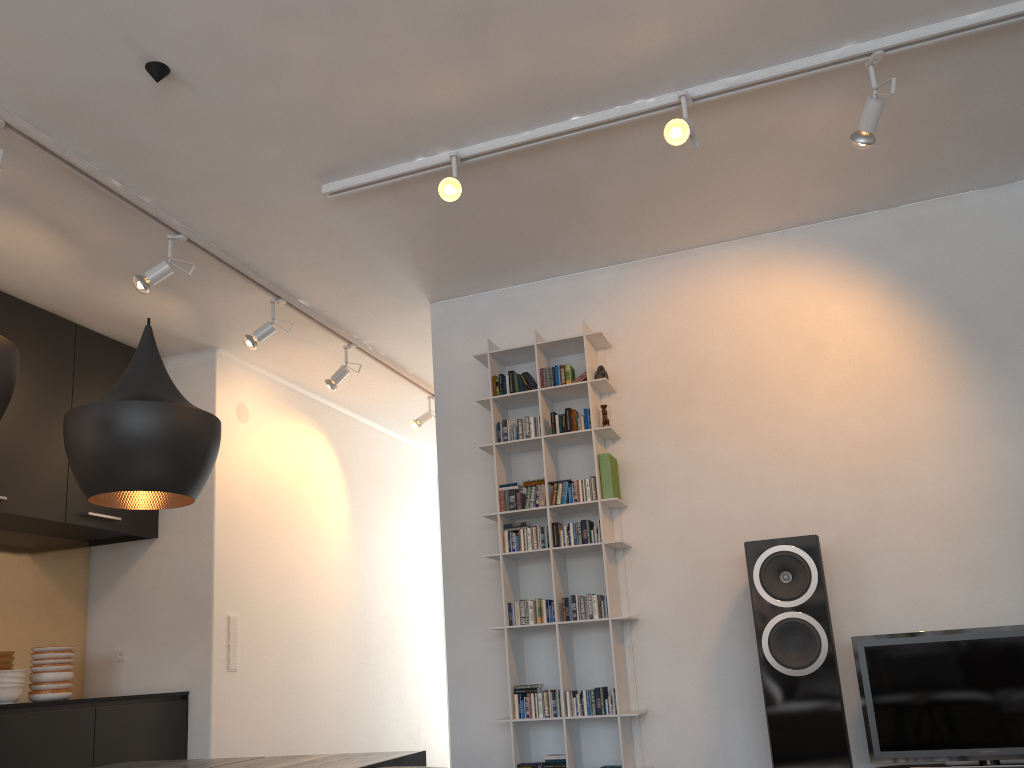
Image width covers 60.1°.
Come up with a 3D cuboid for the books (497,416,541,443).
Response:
[{"bbox_3d":[0.050,0.224,4.179,0.222,0.110,0.110,-9,-17,18],"label":"books"}]

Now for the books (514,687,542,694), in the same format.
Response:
[{"bbox_3d":[0.071,1.354,3.905,0.107,0.022,0.070,-10,-18,18],"label":"books"}]

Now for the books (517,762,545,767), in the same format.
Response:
[{"bbox_3d":[0.084,1.642,3.817,0.107,0.008,0.070,-10,-19,18],"label":"books"}]

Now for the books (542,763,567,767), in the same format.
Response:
[{"bbox_3d":[0.189,1.628,3.779,0.107,0.022,0.070,-10,-18,18],"label":"books"}]

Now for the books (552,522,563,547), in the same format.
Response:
[{"bbox_3d":[0.208,0.689,4.003,0.029,0.113,0.075,-8,-16,17],"label":"books"}]

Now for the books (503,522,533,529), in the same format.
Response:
[{"bbox_3d":[0.029,0.662,4.104,0.112,0.022,0.097,-10,-18,17],"label":"books"}]

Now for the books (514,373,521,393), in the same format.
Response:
[{"bbox_3d":[0.031,0.004,4.204,0.019,0.097,0.075,-8,-16,17],"label":"books"}]

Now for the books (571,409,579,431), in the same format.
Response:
[{"bbox_3d":[0.294,0.176,4.073,0.016,0.105,0.070,-8,-16,17],"label":"books"}]

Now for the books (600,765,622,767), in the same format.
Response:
[{"bbox_3d":[0.424,1.611,3.710,0.093,0.013,0.070,-11,-19,23],"label":"books"}]

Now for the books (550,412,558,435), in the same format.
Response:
[{"bbox_3d":[0.201,0.191,4.098,0.023,0.105,0.070,-8,-16,17],"label":"books"}]

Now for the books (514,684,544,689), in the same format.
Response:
[{"bbox_3d":[0.077,1.342,3.925,0.112,0.012,0.094,-10,-19,17],"label":"books"}]

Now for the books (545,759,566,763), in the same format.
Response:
[{"bbox_3d":[0.196,1.610,3.783,0.092,0.013,0.071,-10,-19,17],"label":"books"}]

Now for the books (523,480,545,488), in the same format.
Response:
[{"bbox_3d":[0.113,0.464,4.074,0.108,0.017,0.070,-10,-18,18],"label":"books"}]

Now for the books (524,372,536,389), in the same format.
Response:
[{"bbox_3d":[0.097,-0.005,4.184,0.058,0.096,0.070,-9,-16,18],"label":"books"}]

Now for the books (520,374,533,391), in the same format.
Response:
[{"bbox_3d":[0.072,0.002,4.190,0.046,0.089,0.071,-9,-16,17],"label":"books"}]

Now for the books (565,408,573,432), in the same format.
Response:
[{"bbox_3d":[0.271,0.175,4.080,0.029,0.113,0.075,-8,-16,17],"label":"books"}]

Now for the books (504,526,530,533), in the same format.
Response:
[{"bbox_3d":[0.031,0.676,4.096,0.112,0.012,0.094,-10,-19,17],"label":"books"}]

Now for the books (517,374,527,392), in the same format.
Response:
[{"bbox_3d":[0.050,0.005,4.198,0.028,0.091,0.071,-9,-16,17],"label":"books"}]

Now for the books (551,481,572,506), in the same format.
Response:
[{"bbox_3d":[0.228,0.507,4.035,0.088,0.105,0.097,-9,-17,18],"label":"books"}]

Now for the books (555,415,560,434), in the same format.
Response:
[{"bbox_3d":[0.220,0.196,4.094,0.014,0.090,0.071,-8,-16,17],"label":"books"}]

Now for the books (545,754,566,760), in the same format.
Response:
[{"bbox_3d":[0.195,1.597,3.788,0.092,0.013,0.071,-10,-19,17],"label":"books"}]

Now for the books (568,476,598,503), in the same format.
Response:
[{"bbox_3d":[0.335,0.489,4.012,0.137,0.110,0.124,-9,-17,18],"label":"books"}]

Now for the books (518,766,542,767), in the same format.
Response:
[{"bbox_3d":[0.079,1.652,3.815,0.093,0.015,0.071,-10,-18,17],"label":"books"}]

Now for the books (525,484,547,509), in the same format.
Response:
[{"bbox_3d":[0.120,0.527,4.074,0.114,0.105,0.097,-9,-17,18],"label":"books"}]

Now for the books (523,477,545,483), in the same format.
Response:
[{"bbox_3d":[0.116,0.452,4.085,0.112,0.014,0.094,-10,-19,17],"label":"books"}]

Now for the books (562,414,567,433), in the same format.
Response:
[{"bbox_3d":[0.248,0.190,4.083,0.020,0.091,0.071,-8,-16,17],"label":"books"}]

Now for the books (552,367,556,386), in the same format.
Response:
[{"bbox_3d":[0.205,-0.020,4.161,0.012,0.105,0.070,-8,-16,17],"label":"books"}]

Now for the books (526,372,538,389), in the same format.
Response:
[{"bbox_3d":[0.105,-0.007,4.181,0.058,0.096,0.070,-9,-16,18],"label":"books"}]

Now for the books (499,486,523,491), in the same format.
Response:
[{"bbox_3d":[-0.004,0.492,4.122,0.092,0.013,0.071,-10,-19,17],"label":"books"}]

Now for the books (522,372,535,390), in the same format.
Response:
[{"bbox_3d":[0.088,-0.004,4.186,0.058,0.096,0.070,-9,-16,18],"label":"books"}]

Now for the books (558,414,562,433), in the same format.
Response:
[{"bbox_3d":[0.233,0.194,4.089,0.014,0.090,0.071,-8,-16,17],"label":"books"}]

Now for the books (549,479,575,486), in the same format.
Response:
[{"bbox_3d":[0.228,0.451,4.041,0.107,0.008,0.070,-10,-19,18],"label":"books"}]

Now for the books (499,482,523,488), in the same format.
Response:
[{"bbox_3d":[-0.003,0.477,4.120,0.093,0.013,0.070,-11,-19,23],"label":"books"}]
